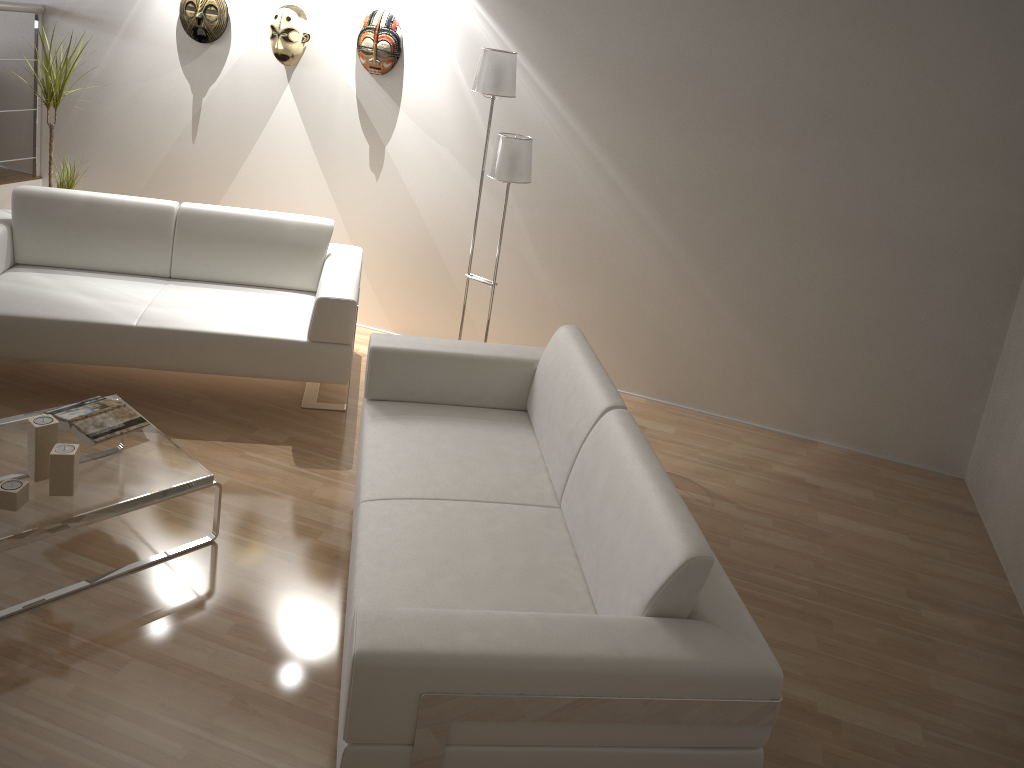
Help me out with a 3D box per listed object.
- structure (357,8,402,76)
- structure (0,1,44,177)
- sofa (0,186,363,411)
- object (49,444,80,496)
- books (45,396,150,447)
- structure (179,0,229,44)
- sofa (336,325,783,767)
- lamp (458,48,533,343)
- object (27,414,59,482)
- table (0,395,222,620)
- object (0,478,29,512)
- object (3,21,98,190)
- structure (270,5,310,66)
[{"bbox_3d":[-0.716,-1.809,4.627,0.267,0.340,0.077,13,15,15],"label":"structure"},{"bbox_3d":[-3.242,-1.402,4.289,0.058,1.005,2.411,12,21,13],"label":"structure"},{"bbox_3d":[-1.605,-0.413,4.007,1.777,0.710,0.950,5,19,-10],"label":"sofa"},{"bbox_3d":[-1.327,0.249,2.596,0.067,0.145,0.070,4,16,-15],"label":"object"},{"bbox_3d":[-1.420,0.119,2.999,0.298,0.054,0.209,21,24,28],"label":"books"},{"bbox_3d":[-1.743,-2.068,4.899,0.320,0.304,0.071,14,15,15],"label":"structure"},{"bbox_3d":[-0.014,0.383,2.630,0.903,0.708,1.869,5,21,-10],"label":"sofa"},{"bbox_3d":[-0.114,-0.709,4.099,0.374,1.604,0.212,19,17,34],"label":"lamp"},{"bbox_3d":[-1.421,0.188,2.653,0.069,0.189,0.068,21,19,38],"label":"object"},{"bbox_3d":[-1.474,0.354,2.795,0.721,0.239,0.807,25,27,36],"label":"table"},{"bbox_3d":[-1.430,0.311,2.503,0.067,0.071,0.070,9,18,-1],"label":"object"},{"bbox_3d":[-2.511,-1.237,4.770,0.448,1.415,0.513,16,17,26],"label":"object"},{"bbox_3d":[-1.232,-1.890,4.744,0.245,0.316,0.134,13,16,15],"label":"structure"}]
